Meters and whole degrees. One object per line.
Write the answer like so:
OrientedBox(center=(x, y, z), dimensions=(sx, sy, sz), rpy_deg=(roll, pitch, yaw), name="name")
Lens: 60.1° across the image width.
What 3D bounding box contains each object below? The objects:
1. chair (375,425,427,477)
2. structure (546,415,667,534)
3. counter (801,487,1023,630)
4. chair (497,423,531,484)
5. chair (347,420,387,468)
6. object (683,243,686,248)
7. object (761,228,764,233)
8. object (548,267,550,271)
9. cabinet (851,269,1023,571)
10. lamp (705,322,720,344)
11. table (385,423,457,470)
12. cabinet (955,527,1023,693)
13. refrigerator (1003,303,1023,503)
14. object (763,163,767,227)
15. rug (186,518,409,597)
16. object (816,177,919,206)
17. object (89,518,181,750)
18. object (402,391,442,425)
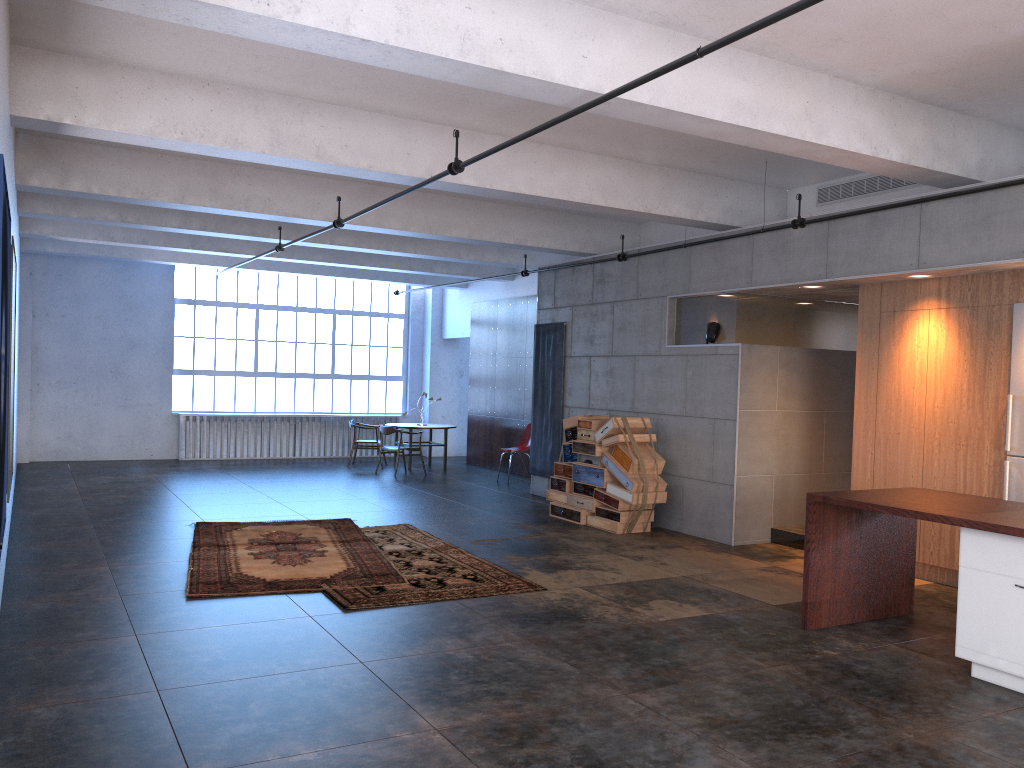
OrientedBox(center=(-1.904, 1.137, 15.197), dimensions=(0.687, 0.865, 0.712), rpy_deg=(1, 1, -42), name="chair")
OrientedBox(center=(1.071, 1.018, 10.595), dimensions=(0.650, 1.316, 1.877), rpy_deg=(1, 1, -29), name="structure")
OrientedBox(center=(4.120, 1.329, 3.655), dimensions=(1.163, 0.971, 6.530), rpy_deg=(1, 1, -29), name="counter")
OrientedBox(center=(0.138, 1.142, 14.555), dimensions=(0.668, 0.988, 0.419), rpy_deg=(1, 1, -30), name="chair")
OrientedBox(center=(-2.661, 1.106, 16.352), dimensions=(0.675, 0.865, 0.726), rpy_deg=(2, 1, -3), name="chair")
OrientedBox(center=(6.013, 0.748, 4.761), dimensions=(0.062, 0.053, 0.052), rpy_deg=(2, 1, 14), name="object")
OrientedBox(center=(5.992, 0.690, 4.675), dimensions=(0.064, 0.051, 0.052), rpy_deg=(1, 1, -37), name="object")
OrientedBox(center=(6.046, 0.714, 4.728), dimensions=(0.052, 0.052, 0.062), rpy_deg=(2, 1, 19), name="object")
OrientedBox(center=(6.281, 0.419, 5.754), dimensions=(2.423, 2.563, 7.953), rpy_deg=(1, 1, -29), name="cabinet")
OrientedBox(center=(2.232, -0.558, 9.828), dimensions=(0.167, 0.259, 0.216), rpy_deg=(3, 1, 42), name="lamp")
OrientedBox(center=(-1.694, 1.188, 16.402), dimensions=(1.297, 0.852, 1.323), rpy_deg=(2, 1, 15), name="table")
OrientedBox(center=(4.397, 1.370, 3.123), dimensions=(0.939, 0.930, 5.541), rpy_deg=(1, 1, -29), name="cabinet")
OrientedBox(center=(4.340, 0.449, 6.883), dimensions=(0.224, 2.192, 0.937), rpy_deg=(1, 2, -32), name="refrigerator")
OrientedBox(center=(5.970, 0.687, 4.808), dimensions=(0.059, 0.060, 0.051), rpy_deg=(2, 1, 5), name="object")
OrientedBox(center=(-2.168, 1.556, 8.455), dimensions=(1.902, 0.048, 3.472), rpy_deg=(2, 0, -19), name="rug")
OrientedBox(center=(4.697, -0.680, 7.265), dimensions=(0.059, 2.869, 5.845), rpy_deg=(1, 1, -27), name="object")
OrientedBox(center=(3.516, 1.920, 6.760), dimensions=(20.111, 0.001, 26.689), rpy_deg=(2, 0, -29), name="object")
OrientedBox(center=(-1.661, 0.446, 16.373), dimensions=(0.788, 0.624, 0.235), rpy_deg=(1, 1, -27), name="object")
